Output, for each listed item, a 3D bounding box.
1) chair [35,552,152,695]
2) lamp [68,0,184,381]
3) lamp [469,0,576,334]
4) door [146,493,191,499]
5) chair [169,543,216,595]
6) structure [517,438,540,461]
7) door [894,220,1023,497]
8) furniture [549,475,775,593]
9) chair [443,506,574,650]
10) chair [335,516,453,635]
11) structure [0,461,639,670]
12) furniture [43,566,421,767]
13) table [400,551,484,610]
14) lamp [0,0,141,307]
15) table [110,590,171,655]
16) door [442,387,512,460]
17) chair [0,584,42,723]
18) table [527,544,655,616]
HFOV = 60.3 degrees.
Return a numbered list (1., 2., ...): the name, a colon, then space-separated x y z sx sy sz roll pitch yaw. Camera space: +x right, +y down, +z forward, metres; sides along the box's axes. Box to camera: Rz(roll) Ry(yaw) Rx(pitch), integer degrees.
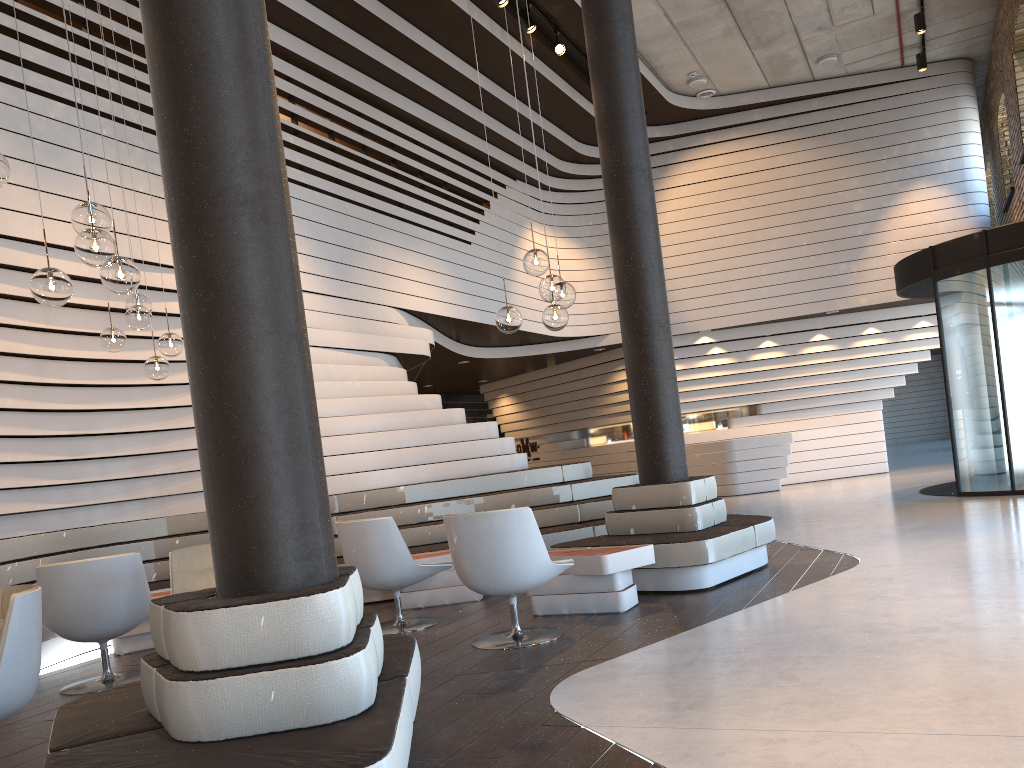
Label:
1. chair: -2.470 1.407 5.285 0.651 0.767 0.717 -7 -2 -20
2. lamp: -2.755 -2.362 5.875 0.529 4.718 0.334 -7 1 -12
3. lamp: 0.987 -2.288 10.936 9.126 4.613 41.593 -9 -5 25
4. door: -3.671 1.277 9.758 0.980 2.107 0.161 -7 1 26
5. chair: -1.486 1.236 4.734 0.650 0.767 0.718 -6 -2 -24
6. structure: 0.308 1.361 18.197 0.017 0.469 0.812 -8 -2 -39
7. door: 6.313 -0.251 10.186 3.241 2.853 3.220 -9 -3 33
8. furniture: 1.264 1.067 6.470 1.754 0.722 1.291 -5 -4 -28
9. chair: -0.012 1.081 5.066 0.663 0.767 0.704 -8 -2 27
10. chair: -0.791 1.255 5.951 0.665 0.767 0.702 -8 -2 42
11. structure: -3.442 1.231 2.789 5.825 0.927 18.092 -9 -5 22
12. furniture: -0.965 1.032 2.858 1.273 0.722 1.779 -7 -4 -4
13. table: -0.548 1.497 6.788 0.905 0.371 0.414 -7 -2 -1
14. lamp: -2.211 -2.699 3.752 0.313 4.745 0.654 -6 1 34
15. table: -2.580 1.722 6.458 0.897 0.371 0.418 -5 -3 -27
16. door: -0.625 1.424 19.288 1.792 2.703 0.078 -8 1 31
17. chair: -2.097 1.186 3.275 0.702 0.767 0.665 -6 -2 -44
18. table: 0.446 1.280 5.722 0.916 0.371 0.410 -9 -3 28
